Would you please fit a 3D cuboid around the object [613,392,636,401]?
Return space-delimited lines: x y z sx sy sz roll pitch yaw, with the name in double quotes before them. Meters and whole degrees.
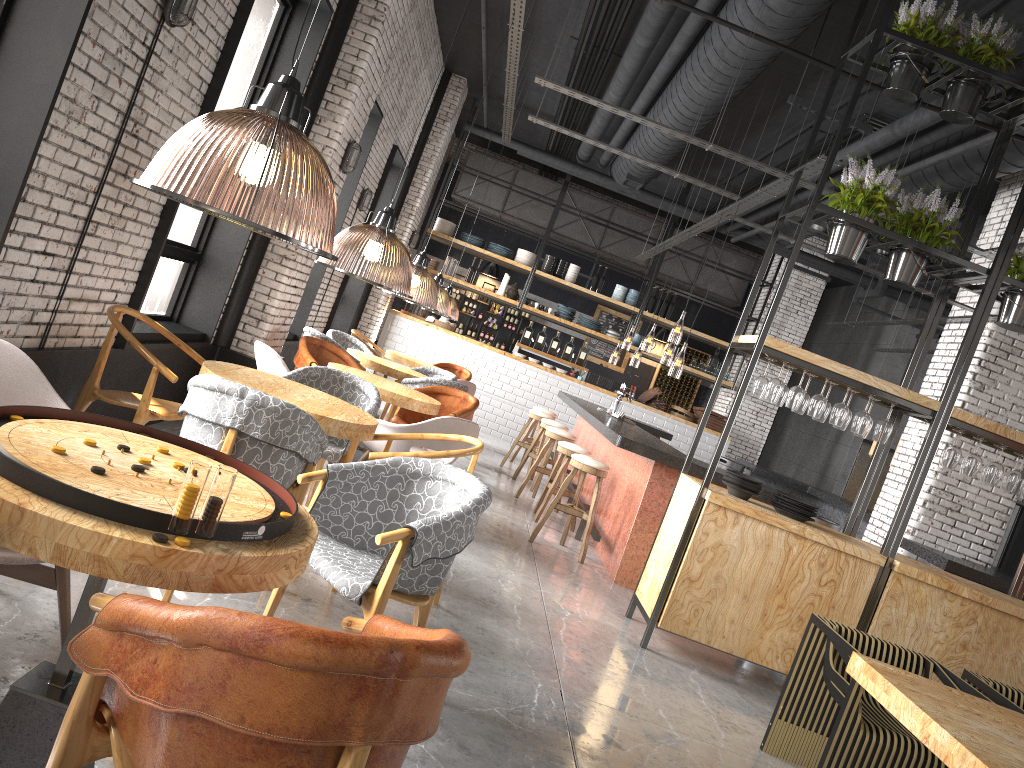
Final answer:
"object" 1.855 0.206 14.454 0.408 0.019 0.456 23 3 39

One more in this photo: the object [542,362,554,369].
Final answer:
"object" 0.570 -0.291 14.243 0.216 0.055 0.324 21 2 -2

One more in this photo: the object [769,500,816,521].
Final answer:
"object" 1.773 0.817 5.628 0.306 0.041 0.305 21 2 15

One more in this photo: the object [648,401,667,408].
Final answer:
"object" 2.341 0.318 14.533 0.407 0.019 0.458 21 2 11

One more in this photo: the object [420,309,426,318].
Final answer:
"object" -1.429 -1.152 14.313 0.055 0.249 0.056 20 2 -40

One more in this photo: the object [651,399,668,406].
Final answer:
"object" 2.391 0.285 14.547 0.459 0.019 0.405 22 3 31

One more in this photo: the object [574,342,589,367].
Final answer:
"object" 1.164 -0.492 14.569 0.154 0.404 0.154 21 1 -3

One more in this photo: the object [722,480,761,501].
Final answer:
"object" 1.445 0.688 5.635 0.257 0.067 0.257 20 2 -10

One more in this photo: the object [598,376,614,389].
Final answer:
"object" 1.537 -0.018 14.533 0.180 0.168 0.171 20 2 -22

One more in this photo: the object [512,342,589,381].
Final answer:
"object" 0.567 -0.207 14.563 1.250 0.551 0.315 21 1 -2

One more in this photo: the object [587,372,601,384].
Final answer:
"object" 1.326 -0.093 14.433 0.181 0.168 0.170 21 2 8

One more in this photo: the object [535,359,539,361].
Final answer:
"object" 0.390 -0.381 14.126 0.042 0.023 0.203 20 3 -31

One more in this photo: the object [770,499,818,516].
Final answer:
"object" 1.780 0.795 5.629 0.305 0.046 0.307 19 3 -45

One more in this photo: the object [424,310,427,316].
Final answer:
"object" -1.431 -1.156 14.400 0.055 0.249 0.056 20 2 -40

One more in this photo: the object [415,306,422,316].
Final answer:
"object" -1.479 -1.250 14.318 0.070 0.367 0.107 21 1 -3

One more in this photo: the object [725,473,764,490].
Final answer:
"object" 1.463 0.642 5.634 0.256 0.072 0.258 19 3 -30

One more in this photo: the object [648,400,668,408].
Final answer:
"object" 2.361 0.308 14.545 0.408 0.019 0.456 23 3 40

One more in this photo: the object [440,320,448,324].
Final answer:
"object" -1.109 -0.968 14.186 0.160 0.075 0.161 20 2 -24

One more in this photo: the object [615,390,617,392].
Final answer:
"object" 1.815 0.158 14.492 0.214 0.013 0.522 20 2 -6

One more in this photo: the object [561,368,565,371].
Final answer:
"object" 0.835 -0.221 14.144 0.039 0.021 0.204 20 2 -25

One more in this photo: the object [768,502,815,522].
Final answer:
"object" 1.769 0.828 5.629 0.307 0.035 0.305 22 3 35

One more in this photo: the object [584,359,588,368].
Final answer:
"object" 1.211 -0.342 14.491 0.034 0.164 0.061 21 2 31

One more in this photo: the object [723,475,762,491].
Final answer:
"object" 1.456 0.659 5.635 0.258 0.075 0.256 22 2 23

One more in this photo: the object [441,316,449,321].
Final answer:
"object" -1.108 -1.022 14.414 0.129 0.204 0.128 22 2 33

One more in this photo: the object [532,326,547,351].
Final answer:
"object" 0.477 -0.750 14.535 0.154 0.404 0.154 21 1 -3

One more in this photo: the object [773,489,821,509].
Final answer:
"object" 1.802 0.743 5.629 0.305 0.039 0.306 20 2 -19

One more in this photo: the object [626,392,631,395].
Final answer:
"object" 1.849 0.140 14.333 0.184 0.011 0.254 22 2 19

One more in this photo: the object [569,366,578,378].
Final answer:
"object" 0.985 -0.193 14.271 0.122 0.165 0.112 22 2 32

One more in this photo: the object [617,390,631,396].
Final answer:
"object" 1.828 0.149 14.493 0.230 0.016 0.557 21 2 4

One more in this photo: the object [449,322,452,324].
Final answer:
"object" -1.008 -0.956 14.317 0.160 0.078 0.161 19 3 -39

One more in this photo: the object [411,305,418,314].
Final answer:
"object" -1.541 -1.273 14.315 0.070 0.367 0.107 21 1 -3

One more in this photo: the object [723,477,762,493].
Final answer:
"object" 1.453 0.665 5.635 0.257 0.075 0.257 21 2 -2

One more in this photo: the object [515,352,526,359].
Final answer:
"object" 0.129 -0.457 14.217 0.216 0.055 0.324 21 2 -2

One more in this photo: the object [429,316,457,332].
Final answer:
"object" -1.125 -0.970 14.293 0.435 0.156 0.421 20 2 -30

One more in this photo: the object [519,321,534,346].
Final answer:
"object" 0.260 -0.832 14.535 0.154 0.404 0.154 21 1 -3

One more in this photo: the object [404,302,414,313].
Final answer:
"object" -1.603 -1.396 14.296 0.106 0.554 0.157 21 1 -3

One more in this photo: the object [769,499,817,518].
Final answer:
"object" 1.778 0.803 5.628 0.306 0.044 0.306 21 2 -1

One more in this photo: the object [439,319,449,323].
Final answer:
"object" -1.100 -0.985 14.188 0.160 0.078 0.161 20 2 -24

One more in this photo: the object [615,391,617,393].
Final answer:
"object" 1.817 0.172 14.498 0.276 0.019 0.514 21 2 3

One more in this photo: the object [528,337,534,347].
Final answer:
"object" 0.315 -0.680 14.460 0.032 0.164 0.081 20 2 -31

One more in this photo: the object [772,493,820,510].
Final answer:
"object" 1.796 0.757 5.629 0.306 0.048 0.305 22 2 23

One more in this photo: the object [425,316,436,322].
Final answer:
"object" -1.243 -1.014 14.238 0.188 0.110 0.282 22 3 34

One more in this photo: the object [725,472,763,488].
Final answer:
"object" 1.464 0.638 5.635 0.257 0.072 0.257 21 2 -3

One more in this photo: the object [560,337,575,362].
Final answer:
"object" 0.932 -0.579 14.556 0.154 0.404 0.154 21 1 -3

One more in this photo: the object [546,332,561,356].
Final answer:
"object" 0.704 -0.665 14.552 0.154 0.404 0.154 21 1 -3

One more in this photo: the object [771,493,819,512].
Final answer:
"object" 1.792 0.768 5.628 0.306 0.037 0.306 21 2 -1

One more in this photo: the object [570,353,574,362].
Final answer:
"object" 0.984 -0.428 14.485 0.024 0.164 0.062 20 1 -12

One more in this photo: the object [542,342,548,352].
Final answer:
"object" 0.537 -0.597 14.485 0.039 0.164 0.077 22 2 42

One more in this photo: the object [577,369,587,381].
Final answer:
"object" 1.114 -0.154 14.205 0.128 0.189 0.123 21 2 7

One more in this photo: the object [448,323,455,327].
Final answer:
"object" -1.012 -0.937 14.316 0.160 0.075 0.161 19 3 -39

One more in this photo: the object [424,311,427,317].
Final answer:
"object" -1.433 -1.161 14.487 0.055 0.249 0.056 20 2 -40

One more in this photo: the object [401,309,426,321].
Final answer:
"object" -1.597 -1.111 14.422 0.411 0.050 0.412 21 2 -3

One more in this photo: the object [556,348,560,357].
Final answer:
"object" 0.752 -0.516 14.499 0.031 0.164 0.045 21 1 23

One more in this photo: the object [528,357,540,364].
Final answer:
"object" 0.348 -0.375 14.213 0.216 0.059 0.324 21 2 -2

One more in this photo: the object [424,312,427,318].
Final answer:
"object" -1.435 -1.165 14.574 0.055 0.249 0.056 20 2 -40

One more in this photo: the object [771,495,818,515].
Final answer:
"object" 1.787 0.781 5.628 0.305 0.042 0.307 18 3 -45

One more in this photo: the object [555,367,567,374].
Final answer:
"object" 0.789 -0.210 14.235 0.216 0.060 0.324 21 2 -2
